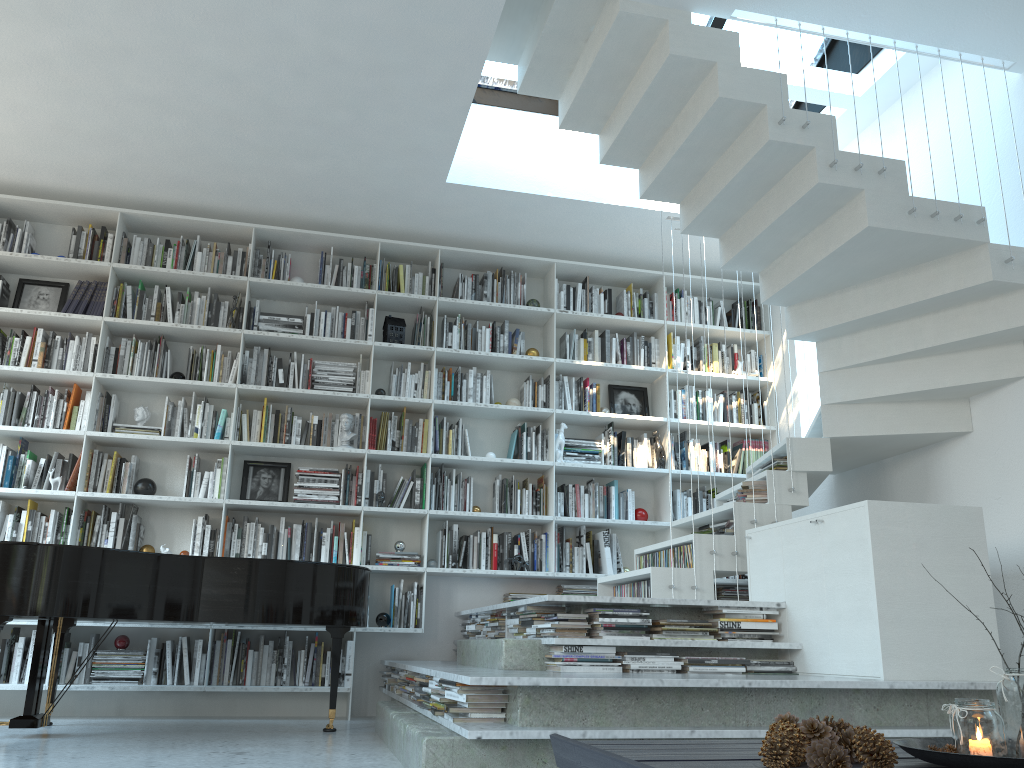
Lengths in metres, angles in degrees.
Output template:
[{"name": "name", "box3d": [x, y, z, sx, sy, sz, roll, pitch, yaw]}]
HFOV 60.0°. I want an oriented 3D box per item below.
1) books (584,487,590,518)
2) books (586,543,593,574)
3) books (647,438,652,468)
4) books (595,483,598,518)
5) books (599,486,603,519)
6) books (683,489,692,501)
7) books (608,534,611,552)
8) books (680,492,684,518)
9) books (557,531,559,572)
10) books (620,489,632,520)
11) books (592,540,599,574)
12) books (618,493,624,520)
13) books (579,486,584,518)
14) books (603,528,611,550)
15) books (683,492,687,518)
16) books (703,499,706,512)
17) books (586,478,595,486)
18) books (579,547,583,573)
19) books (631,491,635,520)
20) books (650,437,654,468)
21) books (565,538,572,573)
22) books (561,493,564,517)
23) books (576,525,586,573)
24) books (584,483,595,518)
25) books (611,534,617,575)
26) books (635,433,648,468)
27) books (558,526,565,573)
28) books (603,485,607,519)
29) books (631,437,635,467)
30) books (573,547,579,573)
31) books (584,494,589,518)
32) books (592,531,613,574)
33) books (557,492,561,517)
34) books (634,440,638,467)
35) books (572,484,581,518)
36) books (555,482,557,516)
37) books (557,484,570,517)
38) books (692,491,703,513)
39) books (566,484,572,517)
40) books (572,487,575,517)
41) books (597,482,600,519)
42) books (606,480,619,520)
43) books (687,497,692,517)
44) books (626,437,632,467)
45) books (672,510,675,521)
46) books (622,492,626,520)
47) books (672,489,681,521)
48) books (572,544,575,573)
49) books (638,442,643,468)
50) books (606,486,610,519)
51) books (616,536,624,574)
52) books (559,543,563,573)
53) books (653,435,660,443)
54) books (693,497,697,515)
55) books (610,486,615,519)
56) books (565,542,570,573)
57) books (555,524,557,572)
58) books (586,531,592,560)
[{"name": "books", "box3d": [0.508, 0.847, 6.168, 0.012, 0.228, 0.179, 5, -17, -12]}, {"name": "books", "box3d": [0.503, 1.204, 6.065, 0.052, 0.216, 0.185, 5, -17, -12]}, {"name": "books", "box3d": [0.955, 0.525, 6.358, 0.041, 0.238, 0.177, 5, -17, -12]}, {"name": "books", "box3d": [0.564, 0.831, 6.166, 0.012, 0.261, 0.187, 5, -17, -12]}, {"name": "books", "box3d": [0.599, 0.848, 6.195, 0.026, 0.246, 0.166, 5, -17, -12]}, {"name": "books", "box3d": [1.256, 0.896, 6.353, 0.024, 0.266, 0.133, 5, -16, -12]}, {"name": "books", "box3d": [0.648, 1.187, 6.119, 0.012, 0.284, 0.160, 5, -16, -12]}, {"name": "books", "box3d": [1.180, 0.901, 6.318, 0.037, 0.235, 0.153, 5, -16, -12]}, {"name": "books", "box3d": [0.297, 1.156, 6.038, 0.015, 0.286, 0.138, 5, -16, -12]}, {"name": "books", "box3d": [0.797, 0.869, 6.233, 0.025, 0.235, 0.182, 5, -17, -12]}, {"name": "books", "box3d": [0.552, 1.198, 6.082, 0.031, 0.238, 0.172, 5, -17, -12]}, {"name": "books", "box3d": [0.736, 0.878, 6.208, 0.030, 0.200, 0.190, 5, -17, -12]}, {"name": "books", "box3d": [0.462, 0.839, 6.161, 0.026, 0.238, 0.177, 5, -17, -12]}, {"name": "books", "box3d": [0.659, 1.170, 6.132, 0.012, 0.325, 0.136, 5, -16, -12]}, {"name": "books", "box3d": [1.208, 0.900, 6.326, 0.022, 0.241, 0.152, 5, -16, -12]}, {"name": "books", "box3d": [1.346, 0.934, 6.360, 0.027, 0.200, 0.164, 5, -17, -12]}, {"name": "books", "box3d": [0.548, 0.817, 6.185, 0.013, 0.298, 0.148, 5, -16, -12]}, {"name": "books", "box3d": [0.451, 1.216, 6.053, 0.024, 0.184, 0.149, 5, -17, -12]}, {"name": "books", "box3d": [0.822, 0.877, 6.238, 0.027, 0.222, 0.170, 5, -17, -12]}, {"name": "books", "box3d": [0.983, 0.524, 6.381, 0.024, 0.254, 0.145, 5, -16, -12]}, {"name": "books", "box3d": [0.380, 1.180, 6.039, 0.015, 0.243, 0.157, 5, -16, -12]}, {"name": "books", "box3d": [0.326, 0.853, 6.118, 0.022, 0.183, 0.163, 5, -17, -12]}, {"name": "books", "box3d": [0.471, 1.145, 6.074, 0.014, 0.332, 0.169, 5, -16, -12]}, {"name": "books", "box3d": [0.533, 0.830, 6.154, 0.028, 0.254, 0.192, 5, -17, -12]}, {"name": "books", "box3d": [0.682, 1.184, 6.111, 0.025, 0.286, 0.160, 5, -16, -12]}, {"name": "books", "box3d": [0.925, 0.506, 6.353, 0.021, 0.270, 0.192, 5, -17, -12]}, {"name": "books", "box3d": [0.340, 1.143, 6.063, 0.013, 0.326, 0.131, 5, -16, -12]}, {"name": "books", "box3d": [0.623, 0.843, 6.181, 0.014, 0.248, 0.177, 5, -17, -12]}, {"name": "books", "box3d": [0.840, 0.519, 6.364, 0.031, 0.249, 0.133, 5, -16, -12]}, {"name": "books", "box3d": [0.423, 1.214, 6.054, 0.030, 0.187, 0.140, 5, -17, -12]}, {"name": "books", "box3d": [0.491, 0.866, 6.148, 0.027, 0.181, 0.186, 5, -17, -12]}, {"name": "books", "box3d": [0.613, 1.166, 6.061, 0.075, 0.290, 0.256, 5, -17, -12]}, {"name": "books", "box3d": [0.304, 0.850, 6.115, 0.023, 0.186, 0.160, 5, -17, -12]}, {"name": "books", "box3d": [0.869, 0.528, 6.367, 0.028, 0.234, 0.129, 5, -16, -12]}, {"name": "books", "box3d": [0.432, 0.829, 6.140, 0.045, 0.245, 0.186, 5, -17, -12]}, {"name": "books", "box3d": [0.285, 0.820, 6.131, 0.012, 0.253, 0.161, 5, -16, -12]}, {"name": "books", "box3d": [0.353, 0.825, 6.129, 0.047, 0.243, 0.177, 5, -17, -12]}, {"name": "books", "box3d": [1.313, 0.901, 6.331, 0.027, 0.248, 0.184, 5, -17, -12]}, {"name": "books", "box3d": [0.385, 0.830, 6.147, 0.024, 0.246, 0.144, 5, -16, -12]}, {"name": "books", "box3d": [0.405, 0.839, 6.136, 0.011, 0.222, 0.163, 5, -17, -12]}, {"name": "books", "box3d": [0.581, 0.834, 6.192, 0.011, 0.271, 0.152, 5, -16, -12]}, {"name": "books", "box3d": [0.701, 0.831, 6.208, 0.026, 0.289, 0.181, 5, -16, -12]}, {"name": "books", "box3d": [1.234, 0.921, 6.321, 0.029, 0.201, 0.173, 5, -17, -12]}, {"name": "books", "box3d": [0.814, 0.515, 6.339, 0.031, 0.241, 0.147, 5, -16, -12]}, {"name": "books", "box3d": [1.096, 0.877, 6.311, 0.085, 0.277, 0.160, 5, -16, -13]}, {"name": "books", "box3d": [0.765, 0.877, 6.232, 0.037, 0.218, 0.140, 5, -16, -12]}, {"name": "books", "box3d": [1.152, 0.888, 6.306, 0.024, 0.251, 0.176, 5, -17, -12]}, {"name": "books", "box3d": [0.396, 1.201, 6.050, 0.025, 0.209, 0.137, 5, -16, -12]}, {"name": "books", "box3d": [0.897, 0.539, 6.363, 0.025, 0.212, 0.156, 5, -17, -12]}, {"name": "books", "box3d": [0.654, 0.851, 6.214, 0.012, 0.253, 0.161, 5, -16, -12]}, {"name": "books", "box3d": [0.722, 1.197, 6.127, 0.062, 0.273, 0.148, 5, -16, -13]}, {"name": "books", "box3d": [0.316, 1.196, 6.043, 0.033, 0.212, 0.140, 5, -16, -12]}, {"name": "books", "box3d": [1.054, 0.521, 6.416, 0.029, 0.282, 0.139, 5, -16, -12]}, {"name": "books", "box3d": [1.281, 0.925, 6.344, 0.025, 0.207, 0.149, 5, -17, -12]}, {"name": "books", "box3d": [0.677, 0.851, 6.193, 0.023, 0.243, 0.190, 5, -17, -12]}, {"name": "books", "box3d": [0.359, 1.196, 6.041, 0.023, 0.213, 0.164, 5, -17, -12]}, {"name": "books", "box3d": [0.284, 1.130, 6.039, 0.014, 0.336, 0.132, 5, -16, -12]}, {"name": "books", "box3d": [0.528, 1.171, 6.104, 0.010, 0.303, 0.132, 5, -16, -12]}]
